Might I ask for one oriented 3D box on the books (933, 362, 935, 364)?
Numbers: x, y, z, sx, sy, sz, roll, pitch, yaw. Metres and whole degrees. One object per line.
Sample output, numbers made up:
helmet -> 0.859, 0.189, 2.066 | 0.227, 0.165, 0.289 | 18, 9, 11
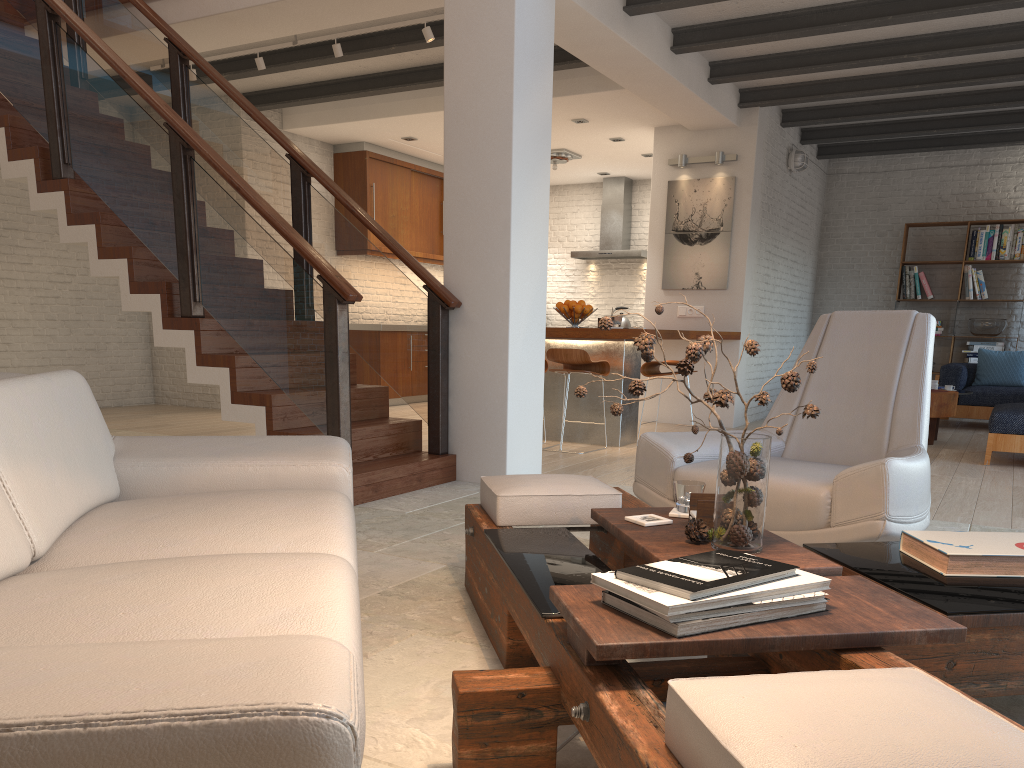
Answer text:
books -> 4.859, -0.254, 10.454 | 0.378, 0.019, 0.239 | 3, 4, 22

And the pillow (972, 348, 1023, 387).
pillow -> 5.238, -0.168, 9.294 | 0.551, 0.422, 0.218 | 5, 12, 28

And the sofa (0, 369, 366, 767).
sofa -> -0.915, 0.394, 1.904 | 1.143, 0.778, 2.265 | 0, 5, -11

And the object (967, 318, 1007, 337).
object -> 5.471, -0.647, 10.052 | 0.400, 0.208, 0.392 | -1, 6, -19

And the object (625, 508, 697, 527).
object -> 0.449, 0.363, 2.436 | 0.271, 0.036, 0.242 | 1, 4, 1

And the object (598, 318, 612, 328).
object -> 0.751, -0.486, 6.980 | 0.094, 0.084, 0.111 | -1, 8, -16

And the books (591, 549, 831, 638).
books -> 0.386, 0.389, 1.662 | 0.399, 0.077, 0.244 | -1, 5, -28

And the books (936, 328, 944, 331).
books -> 4.899, -0.650, 10.333 | 0.377, 0.037, 0.239 | 3, 4, 23

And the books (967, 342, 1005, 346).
books -> 5.474, -0.466, 10.075 | 0.376, 0.037, 0.239 | 3, 4, 29

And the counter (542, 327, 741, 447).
counter -> 0.841, -0.020, 7.814 | 1.671, 0.948, 2.448 | 5, 6, 29

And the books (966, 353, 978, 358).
books -> 5.441, -0.332, 10.094 | 0.324, 0.057, 0.249 | 3, 4, 24

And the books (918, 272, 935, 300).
books -> 4.884, -1.153, 10.270 | 0.193, 0.329, 0.249 | 7, 12, 29

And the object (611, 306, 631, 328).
object -> 1.423, -0.866, 11.336 | 0.260, 0.284, 0.257 | -6, 12, -39

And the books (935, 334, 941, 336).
books -> 4.902, -0.584, 10.361 | 0.353, 0.021, 0.267 | 3, 4, 29

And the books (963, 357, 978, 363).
books -> 5.469, -0.270, 10.106 | 0.378, 0.066, 0.238 | 2, 4, 16

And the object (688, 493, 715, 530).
object -> 0.536, 0.346, 2.355 | 0.094, 0.084, 0.111 | 1, 7, 1

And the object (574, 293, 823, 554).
object -> 0.417, 0.093, 2.071 | 0.542, 0.627, 0.305 | 1, 11, 0

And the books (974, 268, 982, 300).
books -> 5.347, -1.140, 10.004 | 0.123, 0.360, 0.265 | 8, 12, 29

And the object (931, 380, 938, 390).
object -> 3.915, 0.020, 8.130 | 0.106, 0.111, 0.106 | -7, 12, -44

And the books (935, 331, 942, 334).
books -> 4.892, -0.614, 10.353 | 0.377, 0.037, 0.239 | 3, 4, 24

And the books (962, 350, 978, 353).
books -> 5.462, -0.371, 10.088 | 0.441, 0.021, 0.267 | 3, 4, 29

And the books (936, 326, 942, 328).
books -> 4.907, -0.679, 10.344 | 0.353, 0.021, 0.266 | 3, 4, 27

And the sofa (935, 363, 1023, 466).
sofa -> 4.805, 0.201, 7.746 | 2.062, 0.681, 3.873 | 4, 5, 30

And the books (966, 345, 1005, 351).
books -> 5.479, -0.414, 10.089 | 0.377, 0.066, 0.239 | 3, 5, 23

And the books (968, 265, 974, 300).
books -> 5.273, -1.159, 10.019 | 0.102, 0.396, 0.238 | 8, 13, 29

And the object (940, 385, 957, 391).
object -> 4.121, 0.045, 8.232 | 0.154, 0.059, 0.264 | 3, 4, 22

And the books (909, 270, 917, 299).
books -> 4.760, -1.168, 10.345 | 0.101, 0.345, 0.249 | 8, 12, 29

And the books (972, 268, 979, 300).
books -> 5.324, -1.140, 10.006 | 0.123, 0.360, 0.265 | 8, 12, 29

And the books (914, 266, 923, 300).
books -> 4.793, -1.188, 10.286 | 0.120, 0.394, 0.238 | 8, 13, 29

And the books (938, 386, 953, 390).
books -> 4.212, 0.038, 8.630 | 0.231, 0.023, 0.158 | 0, 4, -13

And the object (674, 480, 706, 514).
object -> 0.505, 0.323, 2.489 | 0.091, 0.087, 0.088 | 0, 9, -11

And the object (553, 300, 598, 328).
object -> 0.516, -0.570, 7.099 | 0.366, 0.229, 0.353 | 1, 7, -5

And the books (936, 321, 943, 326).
books -> 4.914, -0.718, 10.329 | 0.323, 0.057, 0.250 | 4, 5, 31

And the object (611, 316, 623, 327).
object -> 0.823, -0.489, 6.854 | 0.089, 0.087, 0.090 | 9, 12, 44

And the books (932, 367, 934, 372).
books -> 4.863, -0.180, 10.471 | 0.322, 0.057, 0.251 | 4, 5, 39

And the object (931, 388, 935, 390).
object -> 3.746, 0.022, 7.884 | 0.146, 0.057, 0.171 | 3, 5, 19

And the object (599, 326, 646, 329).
object -> 0.843, -0.454, 6.889 | 0.391, 0.036, 0.194 | 4, 5, 33

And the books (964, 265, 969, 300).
books -> 5.252, -1.163, 10.057 | 0.100, 0.396, 0.238 | 8, 13, 29

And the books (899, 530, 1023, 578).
books -> 1.195, 0.426, 2.198 | 0.326, 0.058, 0.248 | 1, 4, 0

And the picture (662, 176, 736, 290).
picture -> 1.781, -1.431, 8.366 | 0.649, 1.048, 0.019 | 7, 14, 28
